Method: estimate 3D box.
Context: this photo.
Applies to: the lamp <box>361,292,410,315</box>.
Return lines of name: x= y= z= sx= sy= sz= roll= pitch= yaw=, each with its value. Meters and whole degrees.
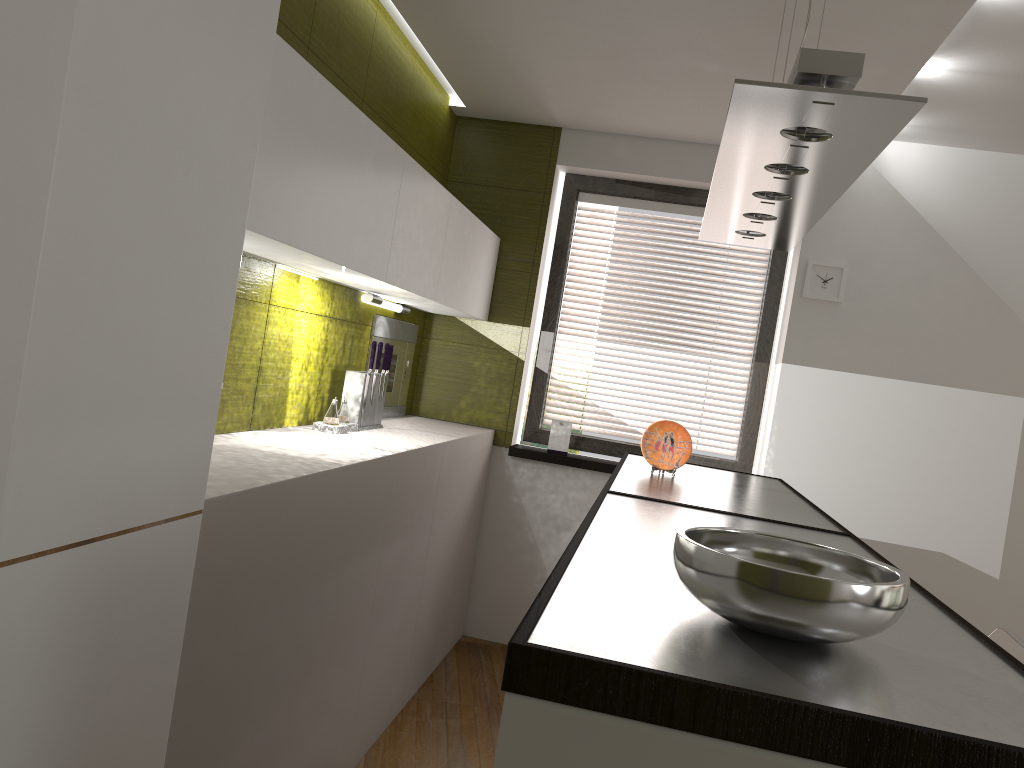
lamp: x=-0.539 y=-0.347 z=3.886 sx=0.095 sy=0.041 sz=0.716 roll=9 pitch=1 yaw=9

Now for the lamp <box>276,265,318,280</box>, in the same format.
lamp: x=-0.728 y=-0.377 z=3.020 sx=0.008 sy=0.008 sz=0.334 roll=9 pitch=1 yaw=10

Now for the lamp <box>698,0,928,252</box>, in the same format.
lamp: x=0.749 y=-0.838 z=2.366 sx=0.326 sy=0.683 sz=1.677 roll=9 pitch=1 yaw=10

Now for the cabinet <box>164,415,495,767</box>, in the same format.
cabinet: x=-0.649 y=0.727 z=3.177 sx=0.465 sy=1.086 sz=2.940 roll=9 pitch=1 yaw=10

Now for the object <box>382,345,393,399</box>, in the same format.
object: x=-0.518 y=-0.048 z=3.667 sx=0.013 sy=0.231 sz=0.040 roll=9 pitch=1 yaw=10

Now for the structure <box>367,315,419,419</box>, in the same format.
structure: x=-0.569 y=-0.066 z=4.184 sx=0.015 sy=0.469 sz=0.663 roll=9 pitch=1 yaw=10

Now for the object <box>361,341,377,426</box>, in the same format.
object: x=-0.563 y=0.000 z=3.453 sx=0.013 sy=0.339 sz=0.046 roll=9 pitch=1 yaw=10

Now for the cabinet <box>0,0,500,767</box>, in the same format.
cabinet: x=-0.734 y=0.210 z=2.925 sx=0.724 sy=2.089 sz=3.471 roll=9 pitch=1 yaw=10

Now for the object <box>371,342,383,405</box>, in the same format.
object: x=-0.543 y=-0.037 z=3.530 sx=0.013 sy=0.264 sz=0.042 roll=9 pitch=1 yaw=10

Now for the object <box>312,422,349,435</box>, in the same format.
object: x=-0.661 y=0.160 z=3.228 sx=0.107 sy=0.032 sz=0.107 roll=9 pitch=1 yaw=10

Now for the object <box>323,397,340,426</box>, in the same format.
object: x=-0.652 y=0.106 z=3.227 sx=0.059 sy=0.121 sz=0.059 roll=8 pitch=1 yaw=-34

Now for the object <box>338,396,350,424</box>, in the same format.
object: x=-0.641 y=0.105 z=3.365 sx=0.059 sy=0.121 sz=0.059 roll=9 pitch=1 yaw=-23

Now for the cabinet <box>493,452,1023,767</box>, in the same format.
cabinet: x=0.478 y=0.899 z=2.366 sx=0.663 sy=1.134 sz=2.947 roll=9 pitch=1 yaw=10

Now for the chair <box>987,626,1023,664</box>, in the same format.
chair: x=1.276 y=1.159 z=2.740 sx=0.460 sy=0.857 sz=0.418 roll=9 pitch=1 yaw=15

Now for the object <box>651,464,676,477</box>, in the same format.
object: x=0.546 y=0.256 z=3.165 sx=0.088 sy=0.131 sz=0.072 roll=9 pitch=1 yaw=5

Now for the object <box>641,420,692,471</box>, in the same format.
object: x=0.551 y=0.219 z=3.165 sx=0.184 sy=0.178 sz=0.055 roll=9 pitch=1 yaw=6

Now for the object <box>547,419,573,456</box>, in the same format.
object: x=0.246 y=0.273 z=4.555 sx=0.106 sy=0.169 sz=0.057 roll=9 pitch=1 yaw=4

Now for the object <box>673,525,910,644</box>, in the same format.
object: x=0.375 y=0.284 z=1.227 sx=0.311 sy=0.105 sz=0.311 roll=10 pitch=1 yaw=23

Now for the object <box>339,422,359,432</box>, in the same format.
object: x=-0.650 y=0.159 z=3.367 sx=0.107 sy=0.032 sz=0.107 roll=10 pitch=1 yaw=21

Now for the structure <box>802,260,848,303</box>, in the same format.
structure: x=1.484 y=-0.487 z=4.203 sx=0.180 sy=0.180 sz=0.026 roll=9 pitch=1 yaw=10

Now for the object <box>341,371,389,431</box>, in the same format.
object: x=-0.595 y=0.066 z=3.566 sx=0.107 sy=0.227 sz=0.293 roll=9 pitch=1 yaw=10

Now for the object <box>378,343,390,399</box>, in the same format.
object: x=-0.526 y=-0.047 z=3.617 sx=0.013 sy=0.243 sz=0.036 roll=9 pitch=1 yaw=10

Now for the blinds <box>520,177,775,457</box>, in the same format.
blinds: x=-1.157 y=-3.238 z=7.996 sx=16.000 sy=12.704 sz=9.030 roll=8 pitch=2 yaw=-41
